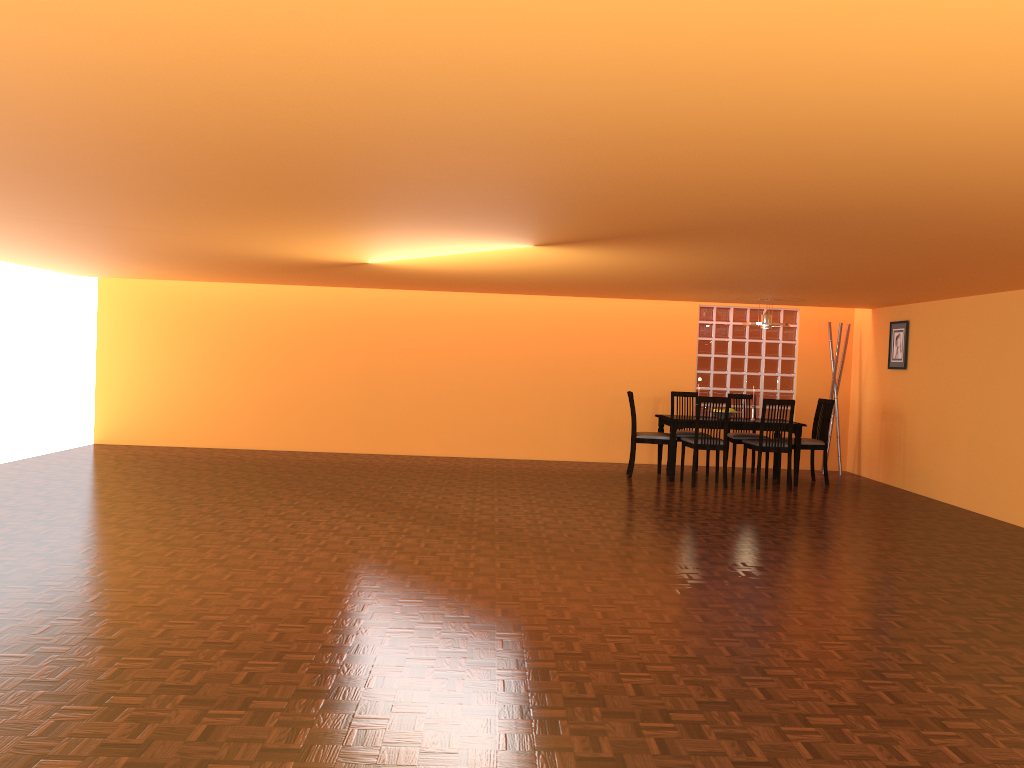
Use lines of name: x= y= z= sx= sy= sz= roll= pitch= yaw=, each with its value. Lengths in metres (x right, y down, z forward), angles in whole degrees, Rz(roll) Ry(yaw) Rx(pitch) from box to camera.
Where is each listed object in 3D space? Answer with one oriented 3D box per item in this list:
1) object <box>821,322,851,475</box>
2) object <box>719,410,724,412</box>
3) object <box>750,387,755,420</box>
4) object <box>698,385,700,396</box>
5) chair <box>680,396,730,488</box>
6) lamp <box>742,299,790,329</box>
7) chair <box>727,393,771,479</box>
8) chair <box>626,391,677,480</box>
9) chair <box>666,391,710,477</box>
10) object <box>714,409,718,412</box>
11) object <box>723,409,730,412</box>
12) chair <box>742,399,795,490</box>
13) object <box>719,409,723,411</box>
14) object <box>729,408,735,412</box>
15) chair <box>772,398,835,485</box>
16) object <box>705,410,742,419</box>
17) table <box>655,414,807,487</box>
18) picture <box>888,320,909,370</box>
object: x=3.357 y=0.152 z=9.201 sx=0.226 sy=1.589 sz=0.308 roll=3 pitch=2 yaw=21
object: x=1.956 y=0.270 z=8.303 sx=0.046 sy=0.046 sz=0.055 roll=1 pitch=2 yaw=-38
object: x=2.280 y=0.177 z=8.375 sx=0.044 sy=0.326 sz=0.044 roll=2 pitch=2 yaw=-13
object: x=1.741 y=0.158 z=8.278 sx=0.044 sy=0.326 sz=0.044 roll=2 pitch=2 yaw=-13
chair: x=1.754 y=0.509 z=8.004 sx=0.373 sy=0.809 sz=0.465 roll=2 pitch=2 yaw=-1
lamp: x=2.394 y=-0.657 z=8.338 sx=0.435 sy=0.274 sz=0.435 roll=3 pitch=2 yaw=21
chair: x=2.314 y=0.509 z=8.783 sx=0.373 sy=0.809 sz=0.465 roll=2 pitch=2 yaw=-1
chair: x=1.305 y=0.481 z=8.374 sx=0.465 sy=0.809 sz=0.373 roll=2 pitch=2 yaw=4
chair: x=1.738 y=0.487 z=8.769 sx=0.373 sy=0.809 sz=0.465 roll=2 pitch=2 yaw=-1
object: x=1.912 y=0.256 z=8.324 sx=0.055 sy=0.046 sz=0.046 roll=2 pitch=2 yaw=-18
object: x=2.018 y=0.273 z=8.312 sx=0.066 sy=0.070 sz=0.055 roll=2 pitch=2 yaw=-20
chair: x=2.330 y=0.531 z=8.018 sx=0.373 sy=0.809 sz=0.465 roll=2 pitch=2 yaw=-1
object: x=1.968 y=0.276 z=8.398 sx=0.087 sy=0.076 sz=0.089 roll=2 pitch=2 yaw=5
object: x=2.069 y=0.260 z=8.373 sx=0.069 sy=0.066 sz=0.069 roll=2 pitch=2 yaw=8
chair: x=2.766 y=0.538 z=8.401 sx=0.465 sy=0.809 sz=0.373 roll=2 pitch=2 yaw=-6
object: x=1.995 y=0.293 z=8.369 sx=0.337 sy=0.072 sz=0.337 roll=1 pitch=2 yaw=-35
table: x=2.024 y=0.622 z=8.367 sx=1.259 sy=0.584 sz=0.697 roll=2 pitch=2 yaw=-1
picture: x=3.647 y=-0.365 z=8.379 sx=0.014 sy=0.456 sz=0.361 roll=2 pitch=2 yaw=-1
